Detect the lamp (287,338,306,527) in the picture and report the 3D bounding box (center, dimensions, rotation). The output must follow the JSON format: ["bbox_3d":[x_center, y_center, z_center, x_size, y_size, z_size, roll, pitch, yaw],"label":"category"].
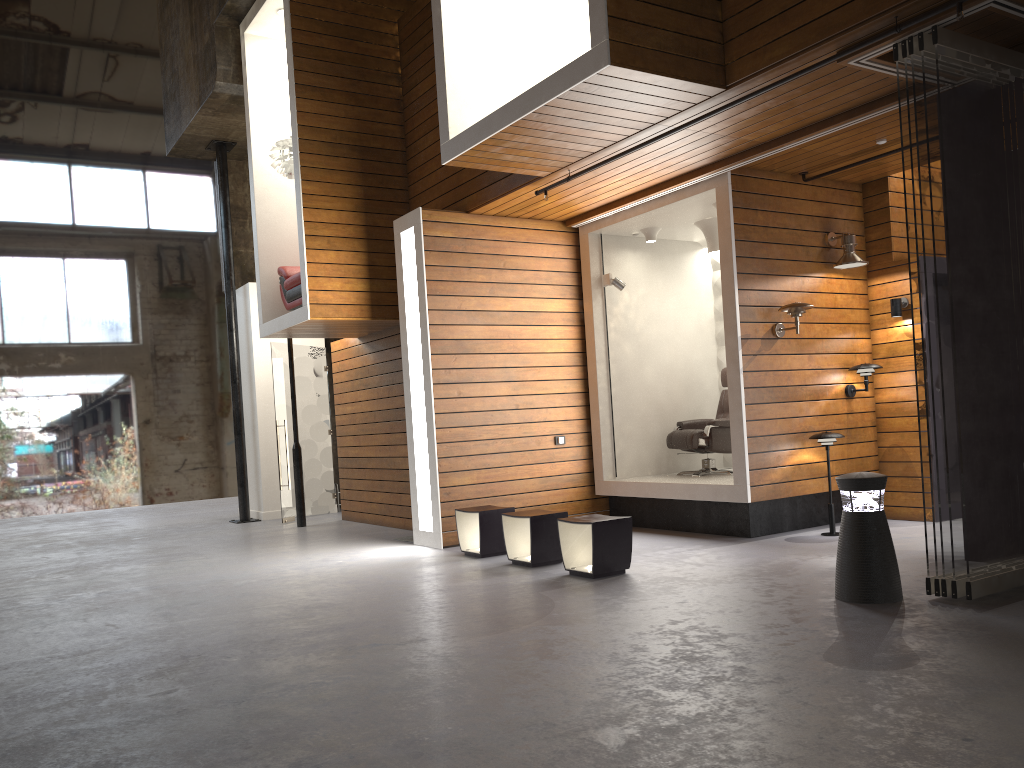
[{"bbox_3d":[-2.647,0.342,10.776,0.630,2.948,0.629,-4,0,8],"label":"lamp"}]

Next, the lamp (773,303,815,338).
[{"bbox_3d":[2.317,-0.535,7.283,0.287,0.271,0.352,-3,-2,-33],"label":"lamp"}]

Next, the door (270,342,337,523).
[{"bbox_3d":[-2.756,0.629,11.806,0.146,2.304,1.285,-4,0,20],"label":"door"}]

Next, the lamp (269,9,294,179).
[{"bbox_3d":[-2.361,-3.080,9.396,0.512,1.774,0.487,-4,0,21],"label":"lamp"}]

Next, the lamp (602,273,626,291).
[{"bbox_3d":[0.999,-1.001,8.719,0.249,0.188,0.129,-4,-1,26],"label":"lamp"}]

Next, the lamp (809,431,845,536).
[{"bbox_3d":[2.633,0.820,7.344,0.288,0.862,0.287,-4,0,43],"label":"lamp"}]

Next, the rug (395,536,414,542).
[{"bbox_3d":[-0.405,1.521,9.144,1.575,0.014,0.541,-2,-3,-32],"label":"rug"}]

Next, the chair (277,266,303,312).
[{"bbox_3d":[-1.905,-1.210,9.562,0.951,0.937,1.202,-3,-2,-32],"label":"chair"}]

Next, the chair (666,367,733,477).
[{"bbox_3d":[2.015,0.356,8.826,0.824,1.071,0.756,-3,-1,-18],"label":"chair"}]

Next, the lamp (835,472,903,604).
[{"bbox_3d":[1.953,0.834,4.904,0.348,0.696,0.348,-3,0,-27],"label":"lamp"}]

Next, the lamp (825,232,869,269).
[{"bbox_3d":[2.904,-1.183,7.685,0.294,0.331,0.346,-3,-1,-31],"label":"lamp"}]

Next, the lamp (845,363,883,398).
[{"bbox_3d":[3.091,-0.038,7.772,0.287,0.297,0.327,-3,-2,-33],"label":"lamp"}]
